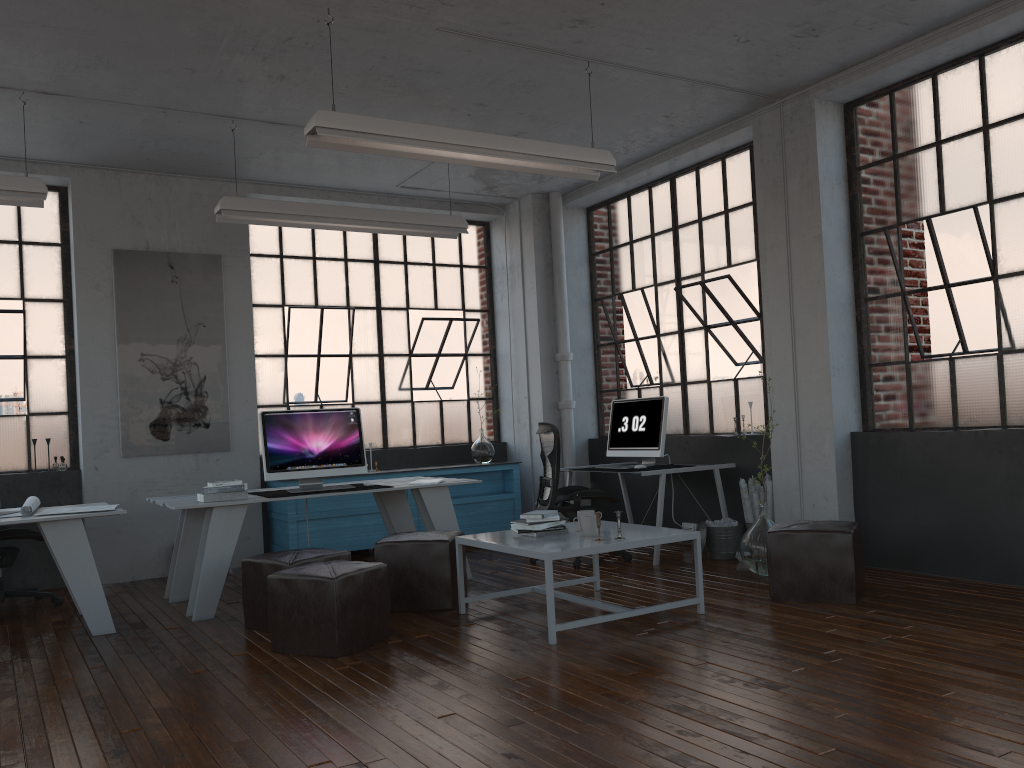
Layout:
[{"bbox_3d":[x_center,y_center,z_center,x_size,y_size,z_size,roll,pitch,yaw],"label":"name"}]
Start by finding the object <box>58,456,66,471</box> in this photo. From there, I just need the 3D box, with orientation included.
[{"bbox_3d":[-3.519,0.621,6.935,0.058,0.117,0.032,-3,-1,-17],"label":"object"}]

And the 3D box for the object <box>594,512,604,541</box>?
[{"bbox_3d":[0.454,0.746,4.643,0.052,0.148,0.052,-3,-1,10],"label":"object"}]

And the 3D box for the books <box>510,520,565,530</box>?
[{"bbox_3d":[0.149,0.796,5.047,0.200,0.031,0.272,-5,-3,34],"label":"books"}]

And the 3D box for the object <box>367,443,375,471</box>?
[{"bbox_3d":[-1.290,0.666,8.109,0.084,0.256,0.084,-4,-1,36],"label":"object"}]

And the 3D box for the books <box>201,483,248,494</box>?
[{"bbox_3d":[-1.815,0.661,5.608,0.257,0.044,0.193,-2,-3,-11],"label":"books"}]

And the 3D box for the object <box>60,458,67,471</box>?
[{"bbox_3d":[-3.544,0.633,7.005,0.058,0.102,0.032,-3,-1,4],"label":"object"}]

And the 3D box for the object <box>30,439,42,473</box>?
[{"bbox_3d":[-3.703,0.557,6.883,0.085,0.259,0.085,-3,-1,23],"label":"object"}]

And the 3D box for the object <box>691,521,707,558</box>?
[{"bbox_3d":[1.386,1.168,6.613,0.107,0.280,0.293,-3,-2,-6],"label":"object"}]

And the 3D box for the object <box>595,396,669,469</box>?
[{"bbox_3d":[0.946,0.394,7.140,0.377,0.552,0.715,-2,-2,-29],"label":"object"}]

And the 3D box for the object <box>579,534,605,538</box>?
[{"bbox_3d":[0.436,0.826,4.820,0.137,0.003,0.137,-3,-3,-10],"label":"object"}]

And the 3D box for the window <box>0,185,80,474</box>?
[{"bbox_3d":[-4.616,-0.416,6.483,2.589,2.389,0.670,-2,-2,-31],"label":"window"}]

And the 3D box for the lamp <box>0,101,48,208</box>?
[{"bbox_3d":[-3.672,-1.395,4.964,1.876,0.628,0.202,-2,-2,-31],"label":"lamp"}]

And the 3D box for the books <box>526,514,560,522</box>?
[{"bbox_3d":[0.173,0.760,5.024,0.184,0.026,0.125,-3,-3,-1],"label":"books"}]

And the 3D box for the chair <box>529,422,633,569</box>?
[{"bbox_3d":[0.495,0.827,6.917,0.792,1.085,0.771,-2,-2,-27],"label":"chair"}]

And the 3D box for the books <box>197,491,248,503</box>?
[{"bbox_3d":[-1.836,0.710,5.620,0.271,0.050,0.200,-1,-3,-31],"label":"books"}]

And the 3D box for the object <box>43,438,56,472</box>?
[{"bbox_3d":[-3.615,0.554,6.917,0.085,0.259,0.085,-3,-1,23],"label":"object"}]

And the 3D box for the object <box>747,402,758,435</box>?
[{"bbox_3d":[1.865,0.267,6.907,0.084,0.256,0.084,-3,-1,-8],"label":"object"}]

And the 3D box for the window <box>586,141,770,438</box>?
[{"bbox_3d":[1.455,-0.678,7.677,0.669,2.389,2.594,-2,-2,-31],"label":"window"}]

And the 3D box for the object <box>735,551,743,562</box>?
[{"bbox_3d":[1.679,1.257,6.410,0.125,0.107,0.095,-3,-2,11],"label":"object"}]

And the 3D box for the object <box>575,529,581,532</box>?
[{"bbox_3d":[0.432,0.839,5.086,0.137,0.003,0.137,-3,-3,-10],"label":"object"}]

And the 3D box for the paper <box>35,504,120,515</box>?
[{"bbox_3d":[-2.581,0.748,5.284,0.428,0.001,0.485,-2,-3,-20],"label":"paper"}]

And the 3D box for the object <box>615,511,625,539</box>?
[{"bbox_3d":[0.565,0.740,4.672,0.055,0.153,0.055,-4,-1,36],"label":"object"}]

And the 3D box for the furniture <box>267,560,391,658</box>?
[{"bbox_3d":[-0.930,1.140,4.535,0.471,0.431,0.470,-4,-2,28],"label":"furniture"}]

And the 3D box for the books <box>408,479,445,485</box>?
[{"bbox_3d":[-0.600,0.691,6.267,0.205,0.019,0.243,-3,-3,9],"label":"books"}]

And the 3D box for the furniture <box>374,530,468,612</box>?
[{"bbox_3d":[-0.555,1.149,5.476,0.503,0.460,0.503,-3,-2,7],"label":"furniture"}]

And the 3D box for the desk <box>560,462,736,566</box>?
[{"bbox_3d":[1.040,1.010,7.166,0.932,0.688,1.228,-2,-3,-31],"label":"desk"}]

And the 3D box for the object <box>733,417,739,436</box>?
[{"bbox_3d":[1.767,0.331,7.004,0.055,0.153,0.055,-3,-1,18],"label":"object"}]

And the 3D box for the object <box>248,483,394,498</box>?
[{"bbox_3d":[-1.317,0.727,6.063,0.848,0.008,0.688,-2,-3,-29],"label":"object"}]

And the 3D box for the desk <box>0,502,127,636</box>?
[{"bbox_3d":[-3.347,1.131,5.020,2.055,0.697,1.066,-2,-3,-31],"label":"desk"}]

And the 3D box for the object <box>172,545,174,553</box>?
[{"bbox_3d":[-2.559,1.377,7.082,0.292,0.308,0.293,-3,-2,-3],"label":"object"}]

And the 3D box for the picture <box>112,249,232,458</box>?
[{"bbox_3d":[-2.754,-0.254,7.206,0.853,1.649,0.025,-2,-1,-31],"label":"picture"}]

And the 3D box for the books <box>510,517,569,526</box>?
[{"bbox_3d":[0.157,0.778,5.049,0.275,0.014,0.200,-1,-3,-31],"label":"books"}]

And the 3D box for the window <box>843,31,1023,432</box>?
[{"bbox_3d":[3.031,-0.881,5.036,0.669,2.389,2.594,-2,-2,-31],"label":"window"}]

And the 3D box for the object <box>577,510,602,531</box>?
[{"bbox_3d":[0.439,0.784,5.093,0.129,0.109,0.101,-2,-2,-22],"label":"object"}]

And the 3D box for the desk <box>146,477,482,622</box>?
[{"bbox_3d":[-1.357,1.085,6.211,2.076,0.704,1.076,-2,-3,-31],"label":"desk"}]

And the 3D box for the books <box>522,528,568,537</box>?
[{"bbox_3d":[0.184,0.841,5.052,0.218,0.028,0.171,-1,-3,-31],"label":"books"}]

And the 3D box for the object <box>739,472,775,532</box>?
[{"bbox_3d":[1.853,0.968,6.571,0.293,0.627,0.274,-3,-1,11],"label":"object"}]

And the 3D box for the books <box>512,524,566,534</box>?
[{"bbox_3d":[0.148,0.820,5.047,0.274,0.025,0.210,-2,-3,-11],"label":"books"}]

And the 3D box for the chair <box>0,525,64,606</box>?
[{"bbox_3d":[-3.557,1.000,6.074,0.771,1.085,0.792,-4,-2,28],"label":"chair"}]

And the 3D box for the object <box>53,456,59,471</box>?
[{"bbox_3d":[-3.583,0.625,6.963,0.058,0.117,0.032,-3,-1,20],"label":"object"}]

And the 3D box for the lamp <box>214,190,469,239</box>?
[{"bbox_3d":[-1.183,-1.233,6.443,1.876,0.205,0.202,-1,-2,-31],"label":"lamp"}]

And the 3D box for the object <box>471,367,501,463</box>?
[{"bbox_3d":[-0.225,0.289,8.477,0.434,0.939,0.231,-4,-2,41],"label":"object"}]

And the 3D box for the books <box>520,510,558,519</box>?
[{"bbox_3d":[0.152,0.738,5.015,0.141,0.026,0.202,-4,-3,29],"label":"books"}]

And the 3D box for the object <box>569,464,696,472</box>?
[{"bbox_3d":[0.957,0.677,7.135,0.687,0.008,0.849,-2,-3,-29],"label":"object"}]

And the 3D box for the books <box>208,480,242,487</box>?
[{"bbox_3d":[-1.822,0.631,5.623,0.185,0.030,0.153,-1,-3,-30],"label":"books"}]

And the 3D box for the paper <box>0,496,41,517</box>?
[{"bbox_3d":[-3.371,0.756,5.242,1.074,0.105,0.976,-1,-3,-31],"label":"paper"}]

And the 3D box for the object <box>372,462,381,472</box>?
[{"bbox_3d":[-1.217,0.741,7.955,0.088,0.084,0.088,-2,-2,-26],"label":"object"}]

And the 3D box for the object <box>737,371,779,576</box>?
[{"bbox_3d":[1.619,0.570,5.667,0.330,1.339,0.619,-3,-1,6],"label":"object"}]

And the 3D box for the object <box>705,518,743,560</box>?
[{"bbox_3d":[1.582,1.148,6.634,0.290,0.293,0.290,-4,-2,17],"label":"object"}]

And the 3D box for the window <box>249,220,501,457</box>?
[{"bbox_3d":[-1.266,-0.499,8.488,2.589,2.389,0.670,-2,-2,-31],"label":"window"}]

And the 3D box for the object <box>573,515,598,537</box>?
[{"bbox_3d":[0.413,0.773,4.813,0.129,0.109,0.101,-2,-2,-22],"label":"object"}]

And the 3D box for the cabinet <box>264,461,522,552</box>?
[{"bbox_3d":[-1.016,1.142,8.024,2.261,0.732,0.627,-2,-2,-31],"label":"cabinet"}]

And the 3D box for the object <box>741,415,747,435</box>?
[{"bbox_3d":[1.825,0.324,6.983,0.066,0.160,0.066,-3,-1,0],"label":"object"}]

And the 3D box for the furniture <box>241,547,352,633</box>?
[{"bbox_3d":[-1.224,1.176,5.073,0.480,0.439,0.479,-4,-2,38],"label":"furniture"}]

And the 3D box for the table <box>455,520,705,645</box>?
[{"bbox_3d":[0.357,1.062,4.961,0.991,0.444,0.973,-2,-3,-31],"label":"table"}]

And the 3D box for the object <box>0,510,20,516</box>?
[{"bbox_3d":[-3.199,0.694,5.270,0.416,0.182,0.389,-3,-2,-1],"label":"object"}]

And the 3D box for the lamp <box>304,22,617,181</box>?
[{"bbox_3d":[-0.229,-1.556,4.938,1.876,0.628,0.202,-2,-2,-31],"label":"lamp"}]

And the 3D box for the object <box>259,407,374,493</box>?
[{"bbox_3d":[-1.332,0.444,6.071,0.714,0.552,0.377,-2,-2,-29],"label":"object"}]

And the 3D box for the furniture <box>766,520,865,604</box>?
[{"bbox_3d":[1.765,1.031,5.142,0.503,0.460,0.503,-4,-2,26],"label":"furniture"}]
